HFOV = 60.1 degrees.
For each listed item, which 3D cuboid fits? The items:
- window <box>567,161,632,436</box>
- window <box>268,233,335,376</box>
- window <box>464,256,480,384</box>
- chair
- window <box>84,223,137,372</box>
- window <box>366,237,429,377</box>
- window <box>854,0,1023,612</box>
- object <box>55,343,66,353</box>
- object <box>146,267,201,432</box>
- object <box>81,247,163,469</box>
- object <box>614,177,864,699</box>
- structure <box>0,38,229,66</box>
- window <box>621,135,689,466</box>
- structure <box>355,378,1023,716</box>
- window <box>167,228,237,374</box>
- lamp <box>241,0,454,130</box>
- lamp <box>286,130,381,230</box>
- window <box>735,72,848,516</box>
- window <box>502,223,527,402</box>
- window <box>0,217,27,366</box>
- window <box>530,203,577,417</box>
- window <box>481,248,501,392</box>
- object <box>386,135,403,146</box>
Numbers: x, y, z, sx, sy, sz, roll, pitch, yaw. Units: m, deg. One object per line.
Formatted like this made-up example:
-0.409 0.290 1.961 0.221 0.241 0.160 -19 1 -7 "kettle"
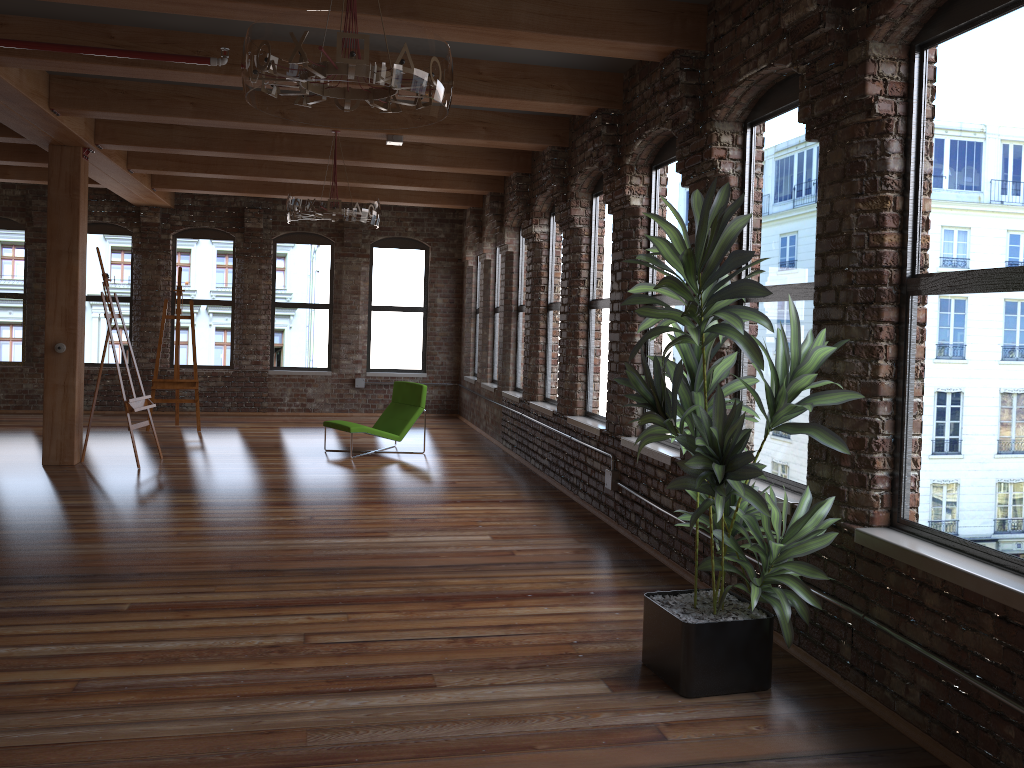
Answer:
0.744 -0.722 7.522 0.236 2.213 0.970 2 2 -12 "window"
-3.268 -1.254 13.815 0.968 2.216 0.219 1 1 -12 "window"
-0.499 -1.136 13.281 0.232 2.213 0.970 2 2 -12 "window"
-1.556 0.381 10.052 0.956 0.795 0.681 0 3 -37 "chair"
-6.138 -1.297 13.193 0.968 2.225 0.221 1 1 -12 "window"
-1.815 -1.230 14.129 0.968 2.216 0.219 1 1 -12 "window"
1.671 -0.413 3.220 0.235 2.213 0.970 2 2 -12 "window"
-4.340 -0.345 8.504 0.095 0.095 0.061 1 2 -12 "object"
-4.387 -0.480 11.609 0.661 2.138 0.686 1 1 -17 "object"
-3.902 -0.282 8.796 0.685 2.138 0.662 2 1 -2 "object"
0.908 0.211 3.828 0.966 2.101 1.081 2 2 1 "object"
-5.053 -2.049 4.689 6.806 0.112 0.051 1 2 -12 "structure"
1.051 -0.619 6.088 0.232 2.213 0.970 2 2 -12 "window"
0.522 0.561 7.709 1.633 0.313 13.734 1 4 -19 "structure"
-4.706 -1.273 13.503 0.968 2.225 0.221 1 1 -12 "window"
-0.623 -1.483 3.442 0.810 0.814 0.809 3 3 30 "lamp"
-1.539 -1.788 7.691 0.810 0.814 0.810 3 3 24 "lamp"
1.362 -0.516 4.654 0.235 2.213 0.970 2 2 -12 "window"
0.125 -0.928 10.387 0.233 2.213 0.970 2 2 -12 "window"
-7.587 -1.355 12.948 0.968 2.167 0.086 1 1 -12 "window"
0.432 -0.825 8.956 0.230 2.213 0.970 2 2 -12 "window"
-0.185 -1.031 11.821 0.231 2.213 0.970 2 2 -12 "window"
-1.038 -2.161 7.829 0.145 0.072 0.148 1 3 -12 "object"
